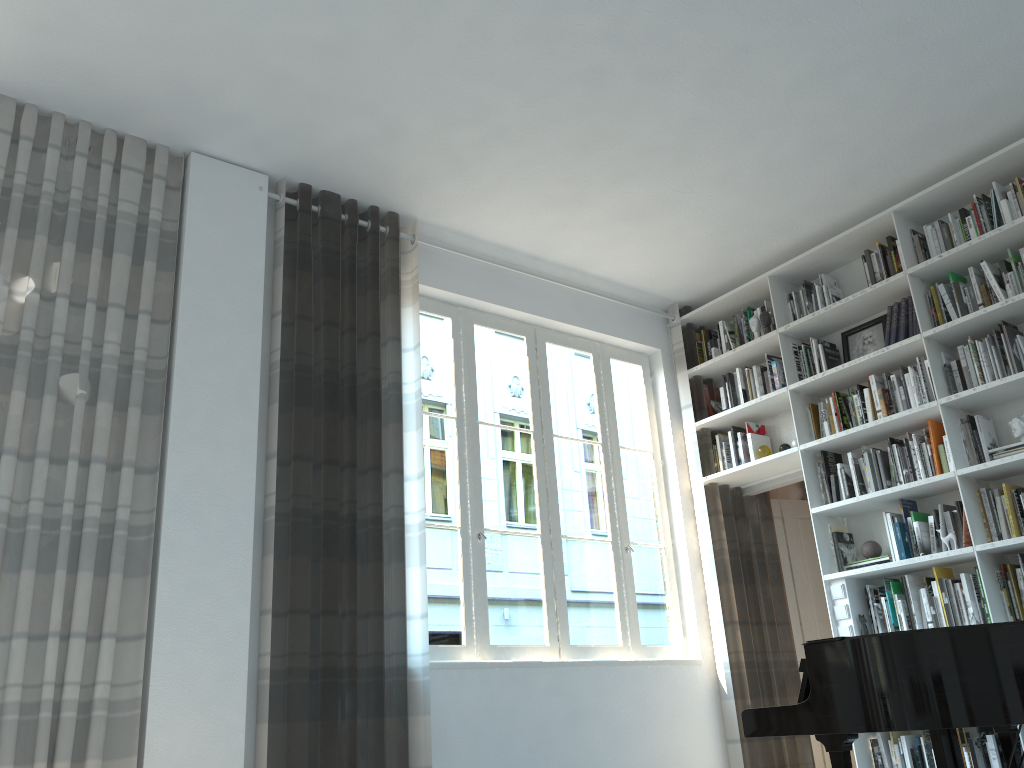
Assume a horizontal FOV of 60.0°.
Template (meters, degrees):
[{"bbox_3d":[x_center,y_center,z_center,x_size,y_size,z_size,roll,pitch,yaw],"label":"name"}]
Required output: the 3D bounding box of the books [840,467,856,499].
[{"bbox_3d":[1.909,0.574,4.940,0.188,0.203,0.028,12,-26,-35],"label":"books"}]

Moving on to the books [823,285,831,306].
[{"bbox_3d":[1.919,-0.477,5.268,0.171,0.201,0.014,12,-26,-35],"label":"books"}]

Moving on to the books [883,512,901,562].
[{"bbox_3d":[2.047,0.825,4.707,0.159,0.284,0.012,12,-26,-35],"label":"books"}]

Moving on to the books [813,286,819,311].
[{"bbox_3d":[1.879,-0.469,5.308,0.181,0.219,0.013,12,-26,-35],"label":"books"}]

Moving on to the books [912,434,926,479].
[{"bbox_3d":[2.171,0.403,4.641,0.157,0.274,0.015,12,-26,-35],"label":"books"}]

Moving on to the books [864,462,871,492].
[{"bbox_3d":[1.998,0.524,4.861,0.148,0.229,0.015,12,-26,-35],"label":"books"}]

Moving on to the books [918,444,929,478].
[{"bbox_3d":[2.192,0.428,4.629,0.160,0.216,0.012,12,-26,-35],"label":"books"}]

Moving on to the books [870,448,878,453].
[{"bbox_3d":[2.029,0.492,4.840,0.158,0.270,0.011,12,-26,-35],"label":"books"}]

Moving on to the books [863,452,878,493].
[{"bbox_3d":[2.006,0.505,4.837,0.189,0.246,0.022,12,-26,-35],"label":"books"}]

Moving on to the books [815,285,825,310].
[{"bbox_3d":[1.884,-0.473,5.291,0.173,0.213,0.021,12,-26,-35],"label":"books"}]

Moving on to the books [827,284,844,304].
[{"bbox_3d":[1.935,-0.484,5.265,0.136,0.209,0.013,12,-26,-35],"label":"books"}]

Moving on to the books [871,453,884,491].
[{"bbox_3d":[2.027,0.499,4.812,0.167,0.236,0.024,12,-26,-35],"label":"books"}]

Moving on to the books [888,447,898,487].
[{"bbox_3d":[2.088,0.472,4.779,0.142,0.255,0.048,12,-26,-35],"label":"books"}]

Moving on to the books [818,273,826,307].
[{"bbox_3d":[1.906,-0.515,5.307,0.145,0.300,0.007,12,-26,-35],"label":"books"}]

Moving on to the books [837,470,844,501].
[{"bbox_3d":[1.897,0.595,4.998,0.143,0.208,0.042,12,-26,-35],"label":"books"}]

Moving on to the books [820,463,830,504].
[{"bbox_3d":[1.838,0.587,5.046,0.176,0.265,0.027,12,-26,-35],"label":"books"}]

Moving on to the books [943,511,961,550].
[{"bbox_3d":[2.242,0.748,4.437,0.172,0.207,0.030,12,-26,-35],"label":"books"}]

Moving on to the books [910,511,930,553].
[{"bbox_3d":[2.135,0.787,4.578,0.172,0.249,0.011,12,-26,-35],"label":"books"}]

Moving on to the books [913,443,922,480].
[{"bbox_3d":[2.183,0.430,4.667,0.131,0.241,0.028,12,-26,-35],"label":"books"}]

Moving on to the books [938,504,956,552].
[{"bbox_3d":[2.219,0.742,4.483,0.158,0.254,0.060,12,-26,-35],"label":"books"}]

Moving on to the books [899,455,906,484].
[{"bbox_3d":[2.124,0.473,4.715,0.130,0.204,0.021,12,-26,-35],"label":"books"}]

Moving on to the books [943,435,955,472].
[{"bbox_3d":[2.270,0.380,4.528,0.145,0.222,0.031,12,-26,-35],"label":"books"}]

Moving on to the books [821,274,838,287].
[{"bbox_3d":[1.922,-0.512,5.305,0.131,0.292,0.015,12,-26,-35],"label":"books"}]

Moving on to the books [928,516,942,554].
[{"bbox_3d":[2.190,0.787,4.537,0.143,0.213,0.056,12,-26,-35],"label":"books"}]

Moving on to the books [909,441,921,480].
[{"bbox_3d":[2.163,0.430,4.678,0.139,0.250,0.011,12,-26,-35],"label":"books"}]

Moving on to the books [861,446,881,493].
[{"bbox_3d":[2.001,0.490,4.862,0.183,0.292,0.011,12,-26,-35],"label":"books"}]

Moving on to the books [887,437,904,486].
[{"bbox_3d":[2.090,0.439,4.754,0.152,0.298,0.013,12,-26,-35],"label":"books"}]

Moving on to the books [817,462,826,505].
[{"bbox_3d":[1.833,0.597,5.095,0.159,0.284,0.012,12,-26,-35],"label":"books"}]

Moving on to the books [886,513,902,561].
[{"bbox_3d":[2.057,0.824,4.691,0.150,0.272,0.024,12,-26,-35],"label":"books"}]

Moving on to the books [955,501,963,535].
[{"bbox_3d":[2.282,0.713,4.413,0.154,0.250,0.021,12,-26,-35],"label":"books"}]

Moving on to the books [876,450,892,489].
[{"bbox_3d":[2.053,0.487,4.792,0.184,0.241,0.023,12,-26,-35],"label":"books"}]

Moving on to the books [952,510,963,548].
[{"bbox_3d":[2.266,0.740,4.422,0.144,0.209,0.027,12,-26,-35],"label":"books"}]

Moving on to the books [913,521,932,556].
[{"bbox_3d":[2.139,0.807,4.545,0.189,0.189,0.029,12,-26,-35],"label":"books"}]

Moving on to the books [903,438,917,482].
[{"bbox_3d":[2.141,0.426,4.692,0.145,0.271,0.012,12,-26,-35],"label":"books"}]

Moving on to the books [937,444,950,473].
[{"bbox_3d":[2.253,0.409,4.544,0.152,0.182,0.030,12,-26,-35],"label":"books"}]

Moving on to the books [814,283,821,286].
[{"bbox_3d":[1.879,-0.478,5.329,0.129,0.251,0.013,12,-26,-35],"label":"books"}]

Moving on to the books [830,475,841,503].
[{"bbox_3d":[1.869,0.612,5.001,0.189,0.181,0.038,12,-26,-35],"label":"books"}]

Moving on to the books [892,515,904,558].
[{"bbox_3d":[2.080,0.825,4.672,0.143,0.254,0.031,12,-26,-35],"label":"books"}]

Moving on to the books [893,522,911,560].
[{"bbox_3d":[2.075,0.832,4.624,0.189,0.207,0.029,12,-26,-35],"label":"books"}]

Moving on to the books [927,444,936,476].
[{"bbox_3d":[2.216,0.417,4.587,0.161,0.202,0.013,12,-26,-35],"label":"books"}]

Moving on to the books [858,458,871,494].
[{"bbox_3d":[1.994,0.532,4.898,0.139,0.242,0.049,12,-26,-35],"label":"books"}]

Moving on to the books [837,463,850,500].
[{"bbox_3d":[1.902,0.570,4.970,0.177,0.234,0.022,12,-26,-35],"label":"books"}]

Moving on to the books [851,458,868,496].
[{"bbox_3d":[1.957,0.536,4.907,0.176,0.245,0.011,12,-26,-35],"label":"books"}]

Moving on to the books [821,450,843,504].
[{"bbox_3d":[1.844,0.549,5.042,0.185,0.332,0.012,12,-26,-35],"label":"books"}]

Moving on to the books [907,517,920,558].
[{"bbox_3d":[2.131,0.815,4.621,0.148,0.230,0.031,12,-26,-35],"label":"books"}]

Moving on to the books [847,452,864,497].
[{"bbox_3d":[1.952,0.527,4.931,0.174,0.280,0.024,12,-26,-35],"label":"books"}]

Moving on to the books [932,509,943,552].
[{"bbox_3d":[2.209,0.763,4.516,0.141,0.241,0.013,12,-26,-35],"label":"books"}]

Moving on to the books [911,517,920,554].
[{"bbox_3d":[2.140,0.797,4.601,0.129,0.248,0.022,12,-26,-35],"label":"books"}]

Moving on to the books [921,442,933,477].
[{"bbox_3d":[2.205,0.421,4.619,0.148,0.220,0.021,12,-26,-35],"label":"books"}]

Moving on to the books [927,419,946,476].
[{"bbox_3d":[2.227,0.353,4.591,0.170,0.324,0.035,12,-26,-35],"label":"books"}]

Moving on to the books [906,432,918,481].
[{"bbox_3d":[2.159,0.410,4.698,0.130,0.303,0.011,12,-26,-35],"label":"books"}]

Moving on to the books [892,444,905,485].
[{"bbox_3d":[2.109,0.455,4.740,0.156,0.255,0.021,12,-26,-35],"label":"books"}]

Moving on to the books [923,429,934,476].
[{"bbox_3d":[2.217,0.383,4.622,0.144,0.291,0.015,12,-26,-35],"label":"books"}]

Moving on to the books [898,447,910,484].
[{"bbox_3d":[2.122,0.453,4.699,0.177,0.228,0.013,12,-26,-35],"label":"books"}]

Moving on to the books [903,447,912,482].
[{"bbox_3d":[2.139,0.452,4.696,0.152,0.227,0.013,12,-26,-35],"label":"books"}]

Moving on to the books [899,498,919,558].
[{"bbox_3d":[2.110,0.772,4.651,0.153,0.334,0.011,12,-26,-35],"label":"books"}]

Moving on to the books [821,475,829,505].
[{"bbox_3d":[1.839,0.624,5.063,0.155,0.208,0.026,12,-26,-35],"label":"books"}]
